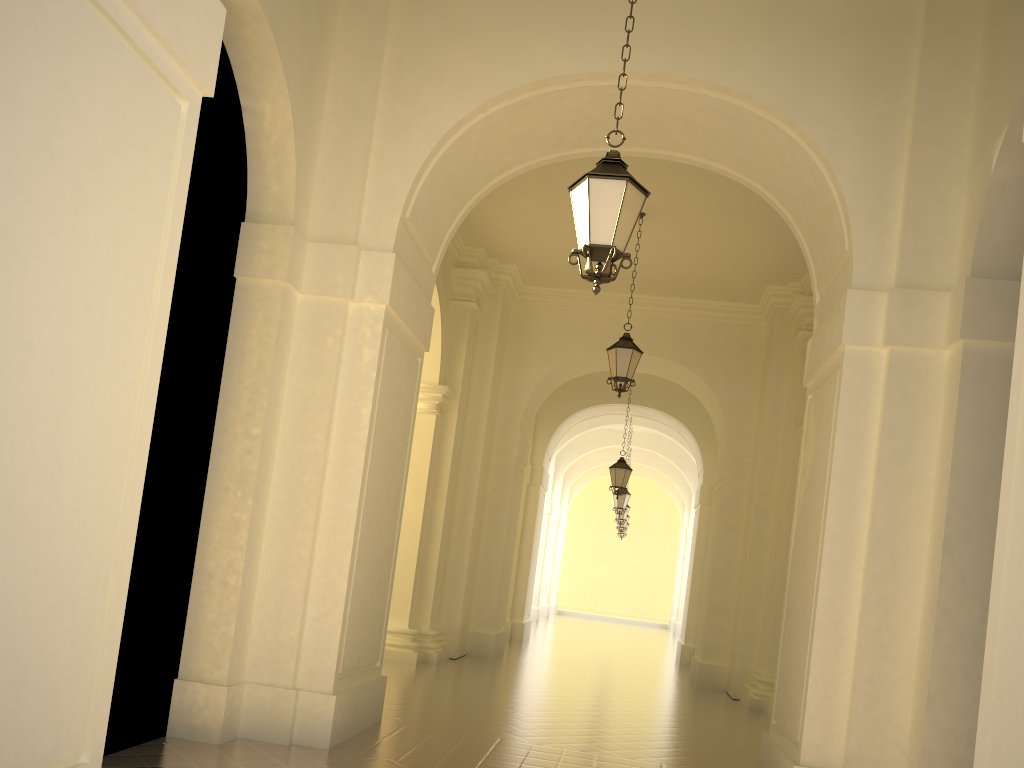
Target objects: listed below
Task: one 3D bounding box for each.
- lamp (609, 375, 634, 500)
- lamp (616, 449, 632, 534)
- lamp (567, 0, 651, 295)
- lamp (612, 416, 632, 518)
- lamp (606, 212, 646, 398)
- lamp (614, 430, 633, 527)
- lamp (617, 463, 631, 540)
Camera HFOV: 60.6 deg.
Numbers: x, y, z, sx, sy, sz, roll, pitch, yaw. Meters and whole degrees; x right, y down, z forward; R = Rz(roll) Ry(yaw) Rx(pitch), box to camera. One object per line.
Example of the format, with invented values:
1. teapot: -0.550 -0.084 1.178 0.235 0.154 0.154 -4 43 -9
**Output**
1. lamp: 2.383 0.775 18.205 0.446 3.279 0.510 9 -3 -21
2. lamp: 4.027 3.671 30.843 0.509 3.279 0.447 7 -3 8
3. lamp: 0.718 -2.160 5.398 0.446 3.279 0.510 9 -3 -21
4. lamp: 3.033 1.920 23.202 0.509 3.279 0.447 7 -3 8
5. lamp: 1.601 -1.064 11.841 0.439 2.542 0.518 5 -4 38
6. lamp: 3.534 2.803 27.057 0.509 3.279 0.447 7 -3 8
7. lamp: 4.516 4.533 34.606 0.509 3.279 0.447 7 -3 8
